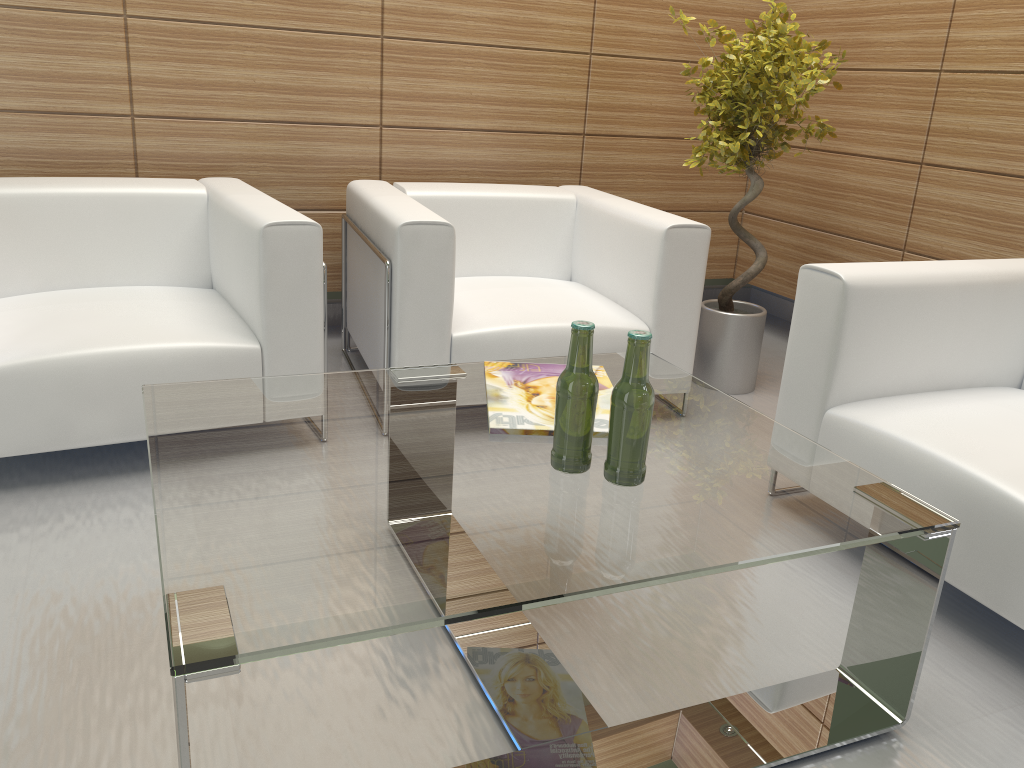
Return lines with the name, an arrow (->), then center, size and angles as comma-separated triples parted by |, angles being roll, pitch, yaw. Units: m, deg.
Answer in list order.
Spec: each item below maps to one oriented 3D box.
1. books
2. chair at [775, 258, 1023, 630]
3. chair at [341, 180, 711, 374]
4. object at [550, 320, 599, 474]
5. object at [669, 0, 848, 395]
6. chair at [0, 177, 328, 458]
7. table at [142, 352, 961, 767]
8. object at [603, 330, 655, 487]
books -> 0.155, 0.047, 3.417 | 0.508, 0.025, 0.762 | 2, 19, -4
chair -> 2.424, 0.240, 3.795 | 1.802, 1.234, 1.894 | -5, 20, -23
chair -> -0.019, -0.563, 5.695 | 1.894, 1.234, 1.769 | -3, 20, -18
object -> 0.200, 0.041, 2.743 | 0.131, 0.475, 0.131 | 14, 21, 29
object -> 1.538, -1.307, 6.080 | 1.201, 2.565, 1.116 | 16, 22, 32
chair -> -2.159, -0.398, 4.802 | 1.894, 1.234, 1.802 | -7, 21, -28
table -> -0.047, 0.554, 3.086 | 2.197, 0.742, 1.783 | -5, 20, -23
object -> 0.362, 0.073, 2.679 | 0.131, 0.475, 0.131 | 14, 21, 29
